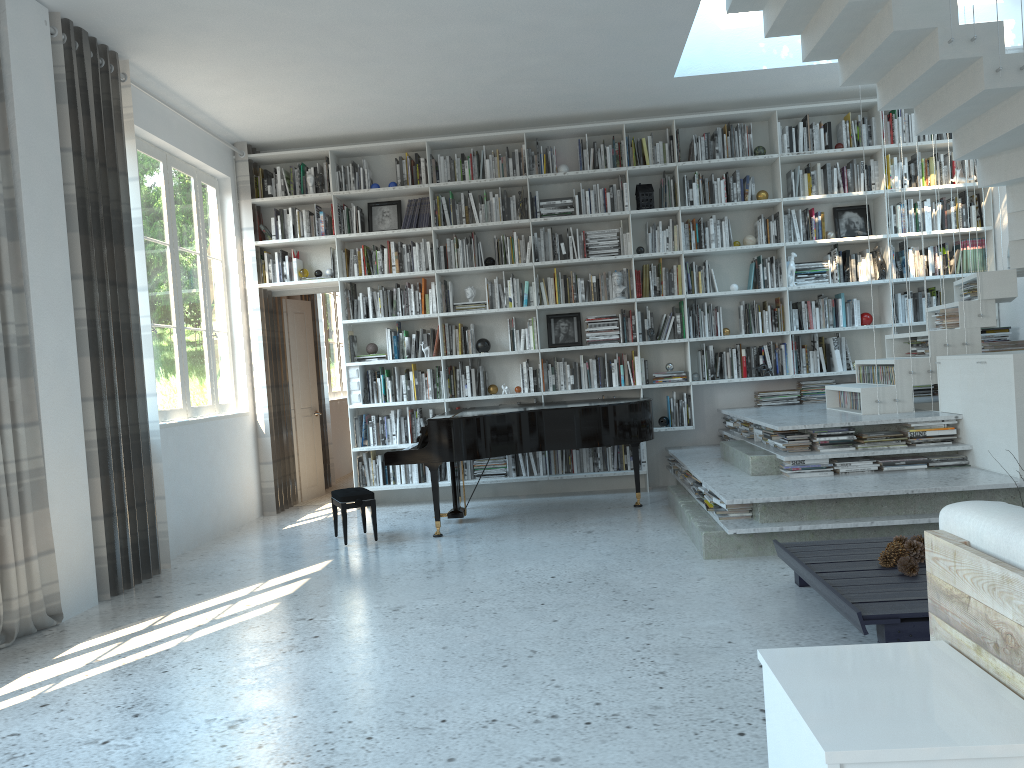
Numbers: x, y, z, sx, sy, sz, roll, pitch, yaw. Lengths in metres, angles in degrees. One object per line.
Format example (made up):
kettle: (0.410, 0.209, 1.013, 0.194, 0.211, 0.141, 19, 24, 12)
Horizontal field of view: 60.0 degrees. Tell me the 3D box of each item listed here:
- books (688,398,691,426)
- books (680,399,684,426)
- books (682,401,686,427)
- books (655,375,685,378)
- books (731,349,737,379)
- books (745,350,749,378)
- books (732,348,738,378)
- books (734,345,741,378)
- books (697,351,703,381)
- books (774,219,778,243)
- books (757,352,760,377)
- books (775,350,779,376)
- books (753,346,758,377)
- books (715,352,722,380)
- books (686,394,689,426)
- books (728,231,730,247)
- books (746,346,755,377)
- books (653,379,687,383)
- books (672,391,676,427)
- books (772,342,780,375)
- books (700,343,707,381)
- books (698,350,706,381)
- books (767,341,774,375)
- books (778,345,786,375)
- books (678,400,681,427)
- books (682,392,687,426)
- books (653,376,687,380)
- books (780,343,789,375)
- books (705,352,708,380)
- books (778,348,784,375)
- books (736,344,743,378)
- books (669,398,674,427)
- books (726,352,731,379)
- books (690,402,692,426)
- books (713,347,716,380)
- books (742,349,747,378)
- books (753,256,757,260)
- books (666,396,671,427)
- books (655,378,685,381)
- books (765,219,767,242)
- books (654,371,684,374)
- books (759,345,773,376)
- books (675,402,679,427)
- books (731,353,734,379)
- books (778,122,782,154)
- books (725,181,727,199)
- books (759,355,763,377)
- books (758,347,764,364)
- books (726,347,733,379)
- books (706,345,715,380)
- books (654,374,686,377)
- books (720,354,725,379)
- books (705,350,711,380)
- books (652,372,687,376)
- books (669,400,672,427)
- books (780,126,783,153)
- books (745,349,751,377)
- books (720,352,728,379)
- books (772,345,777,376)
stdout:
books: (1.507, 0.238, 7.579, 0.013, 0.233, 0.149, -4, 1, 4)
books: (1.449, 0.246, 7.585, 0.012, 0.226, 0.149, -4, 1, 4)
books: (1.459, 0.252, 7.568, 0.011, 0.212, 0.178, -4, 1, 4)
books: (1.353, -0.064, 7.621, 0.254, 0.012, 0.161, -4, 1, 9)
books: (1.901, -0.174, 7.623, 0.025, 0.252, 0.181, -4, 1, 4)
books: (2.007, -0.175, 7.629, 0.025, 0.238, 0.156, -4, 1, 4)
books: (1.924, -0.181, 7.653, 0.016, 0.261, 0.098, -4, 2, 4)
books: (1.945, -0.194, 7.638, 0.012, 0.285, 0.159, -4, 1, 4)
books: (1.618, -0.156, 7.653, 0.012, 0.254, 0.161, -4, 1, 4)
books: (2.242, -1.287, 7.578, 0.013, 0.221, 0.155, -4, 1, 4)
books: (2.103, -0.168, 7.622, 0.022, 0.211, 0.135, -4, 1, 4)
books: (2.257, -0.183, 7.600, 0.013, 0.220, 0.168, -4, 1, 4)
books: (2.077, -0.192, 7.621, 0.026, 0.263, 0.169, -4, 1, 4)
books: (1.768, -0.155, 7.639, 0.065, 0.231, 0.162, -4, 1, 4)
books: (1.493, 0.220, 7.593, 0.015, 0.271, 0.157, -4, 1, 4)
books: (1.849, -1.244, 7.624, 0.015, 0.189, 0.103, -4, 1, 4)
books: (2.051, -0.190, 7.616, 0.026, 0.262, 0.173, -4, 1, 4)
books: (1.356, -0.027, 7.623, 0.285, 0.012, 0.159, -4, 1, 9)
books: (1.386, 0.213, 7.598, 0.032, 0.300, 0.149, -4, 1, 4)
books: (2.269, -0.215, 7.623, 0.012, 0.282, 0.143, -4, 1, 4)
books: (1.649, -0.189, 7.631, 0.010, 0.316, 0.186, -4, 1, 4)
books: (1.634, -0.161, 7.632, 0.023, 0.262, 0.186, -4, 1, 4)
books: (2.221, -0.218, 7.612, 0.013, 0.294, 0.134, -4, 1, 4)
books: (2.312, -0.206, 7.596, 0.026, 0.258, 0.156, -4, 1, 4)
books: (1.429, 0.248, 7.570, 0.026, 0.225, 0.175, -4, 1, 4)
books: (1.473, 0.215, 7.573, 0.021, 0.285, 0.172, -4, 1, 4)
books: (1.353, -0.051, 7.617, 0.285, 0.012, 0.159, -4, 1, 7)
books: (2.336, -0.215, 7.595, 0.025, 0.272, 0.171, -4, 1, 4)
books: (1.666, -0.152, 7.656, 0.015, 0.240, 0.152, -4, 1, 4)
books: (2.287, -0.189, 7.592, 0.025, 0.228, 0.175, -4, 1, 4)
books: (1.955, -0.198, 7.615, 0.012, 0.293, 0.175, -4, 1, 4)
books: (1.363, 0.242, 7.582, 0.014, 0.246, 0.176, -4, 1, 4)
books: (1.853, -0.159, 7.640, 0.024, 0.228, 0.159, -4, 1, 4)
books: (1.521, 0.250, 7.591, 0.012, 0.206, 0.160, -4, 1, 4)
books: (1.728, -0.175, 7.635, 0.010, 0.277, 0.174, -4, 1, 4)
books: (1.978, -0.175, 7.617, 0.031, 0.244, 0.184, -4, 1, 4)
books: (2.095, -0.942, 7.608, 0.016, 0.290, 0.135, -4, 1, 4)
books: (1.341, 0.234, 7.592, 0.005, 0.264, 0.162, -4, 1, 4)
books: (1.355, -0.039, 7.620, 0.254, 0.012, 0.161, -4, 1, 10)
books: (2.162, -1.285, 7.601, 0.011, 0.228, 0.131, -4, 1, 4)
books: (1.349, -0.100, 7.612, 0.254, 0.012, 0.161, -4, 1, 13)
books: (2.180, -0.201, 7.606, 0.070, 0.266, 0.186, -4, 1, 4)
books: (1.412, 0.260, 7.597, 0.013, 0.202, 0.139, -4, 1, 4)
books: (1.885, -0.158, 7.641, 0.012, 0.221, 0.153, -4, 1, 4)
books: (2.259, -2.061, 7.545, 0.028, 0.294, 0.150, -4, 1, 4)
books: (1.823, -1.651, 7.615, 0.010, 0.272, 0.120, -4, 1, 4)
books: (2.127, -0.154, 7.614, 0.025, 0.181, 0.169, -4, 1, 4)
books: (2.143, -0.190, 7.615, 0.012, 0.249, 0.164, -4, 1, 4)
books: (1.870, -0.180, 7.635, 0.014, 0.268, 0.171, -4, 1, 4)
books: (1.707, -0.182, 7.627, 0.030, 0.294, 0.188, -4, 1, 4)
books: (1.351, -0.076, 7.610, 0.254, 0.012, 0.161, -4, 1, 4)
books: (1.807, -0.150, 7.637, 0.011, 0.217, 0.175, -4, 1, 4)
books: (1.682, -0.161, 7.630, 0.023, 0.256, 0.178, -4, 1, 4)
books: (1.351, -0.088, 7.619, 0.285, 0.012, 0.159, -4, 1, 8)
books: (1.352, 0.251, 7.600, 0.012, 0.229, 0.129, -4, 1, 4)
books: (2.281, -2.047, 7.554, 0.014, 0.264, 0.140, -4, 1, 4)
books: (2.030, -0.179, 7.634, 0.021, 0.242, 0.131, -4, 1, 4)
books: (1.827, -0.161, 7.646, 0.029, 0.235, 0.142, -4, 1, 4)
books: (2.239, -0.204, 7.612, 0.021, 0.265, 0.150, -4, 1, 4)
